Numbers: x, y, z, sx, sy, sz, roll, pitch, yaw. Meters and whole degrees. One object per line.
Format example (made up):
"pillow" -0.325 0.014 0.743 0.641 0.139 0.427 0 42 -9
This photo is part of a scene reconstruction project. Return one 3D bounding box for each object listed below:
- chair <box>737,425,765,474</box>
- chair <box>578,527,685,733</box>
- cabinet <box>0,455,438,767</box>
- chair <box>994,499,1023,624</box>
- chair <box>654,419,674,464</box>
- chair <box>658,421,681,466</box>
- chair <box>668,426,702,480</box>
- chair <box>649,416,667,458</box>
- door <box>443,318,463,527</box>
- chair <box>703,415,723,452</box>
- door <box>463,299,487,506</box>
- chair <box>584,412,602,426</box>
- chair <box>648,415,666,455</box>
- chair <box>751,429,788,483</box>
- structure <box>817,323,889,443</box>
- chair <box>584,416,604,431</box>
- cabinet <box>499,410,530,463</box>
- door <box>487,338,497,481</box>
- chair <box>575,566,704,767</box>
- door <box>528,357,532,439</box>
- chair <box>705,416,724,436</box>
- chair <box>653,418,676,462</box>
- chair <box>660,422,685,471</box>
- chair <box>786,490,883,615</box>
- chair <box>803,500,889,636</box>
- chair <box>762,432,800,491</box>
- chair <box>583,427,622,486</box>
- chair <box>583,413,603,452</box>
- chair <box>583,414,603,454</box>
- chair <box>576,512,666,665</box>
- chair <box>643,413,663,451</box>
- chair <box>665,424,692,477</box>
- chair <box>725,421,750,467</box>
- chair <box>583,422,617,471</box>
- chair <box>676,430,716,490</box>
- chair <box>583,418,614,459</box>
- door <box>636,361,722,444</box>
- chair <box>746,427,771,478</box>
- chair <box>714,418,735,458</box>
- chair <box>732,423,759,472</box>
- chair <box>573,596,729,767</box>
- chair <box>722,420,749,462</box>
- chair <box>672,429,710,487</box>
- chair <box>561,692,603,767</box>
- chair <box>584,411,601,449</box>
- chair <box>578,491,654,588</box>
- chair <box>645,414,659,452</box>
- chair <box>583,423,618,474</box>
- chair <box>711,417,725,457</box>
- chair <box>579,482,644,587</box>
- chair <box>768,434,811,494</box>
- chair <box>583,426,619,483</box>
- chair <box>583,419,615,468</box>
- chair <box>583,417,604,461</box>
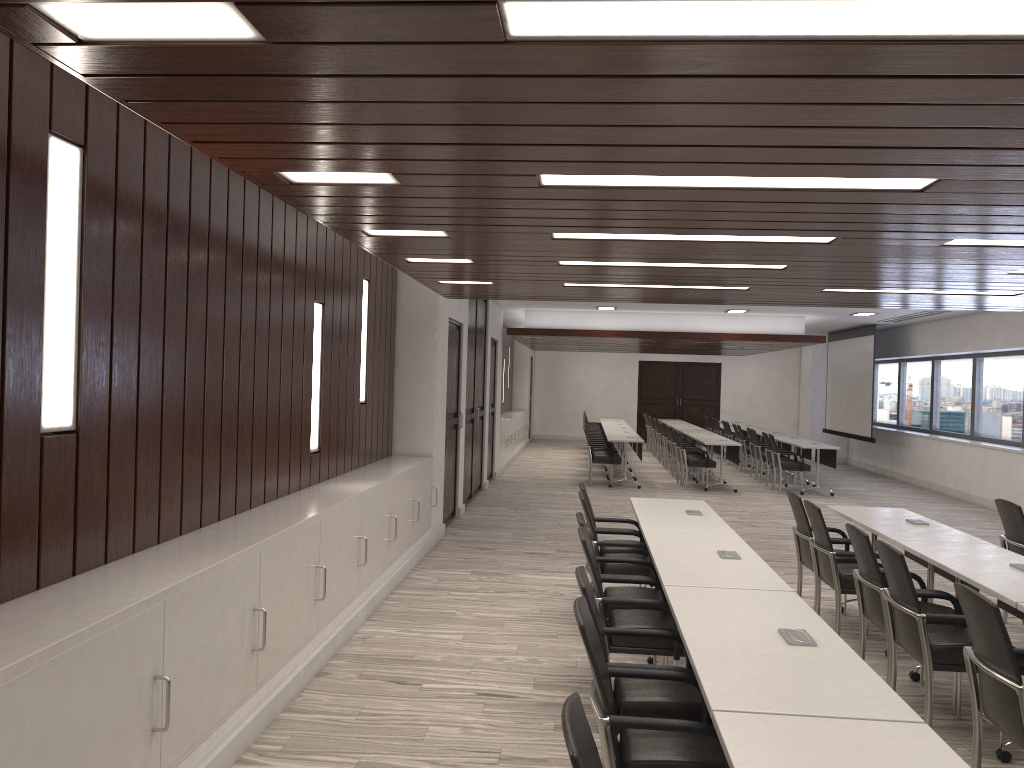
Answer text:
"chair" 4.713 1.274 17.343 0.638 0.939 0.513 2 0 5
"chair" 0.639 1.214 4.491 0.638 0.939 0.513 2 0 5
"cabinet" -1.278 1.075 5.057 0.476 0.698 7.540 2 0 5
"chair" 3.796 1.299 6.284 0.638 0.939 0.513 2 0 5
"chair" 3.349 1.226 18.989 0.638 0.939 0.513 2 0 5
"chair" 3.266 1.228 17.985 0.638 0.939 0.513 2 0 5
"chair" 3.110 1.233 15.953 0.638 0.939 0.513 2 0 4
"chair" 3.480 1.222 20.508 0.638 0.939 0.513 2 0 5
"door" -0.737 0.436 10.108 0.200 2.323 1.163 2 0 5
"chair" 5.141 1.263 22.413 0.638 0.939 0.513 2 0 5
"door" -0.552 0.148 12.236 0.200 2.889 2.327 2 0 5
"chair" 2.097 1.173 22.141 0.638 0.939 0.513 2 0 4
"chair" 3.531 1.221 21.025 0.638 0.939 0.513 2 0 5
"chair" 4.586 1.277 15.835 0.638 0.939 0.513 2 0 5
"structure" 6.884 -0.074 18.156 0.438 2.329 3.550 2 0 5
"chair" 1.893 1.179 19.630 0.638 0.939 0.513 2 0 4
"cabinet" -0.085 1.042 19.441 0.476 0.698 7.540 2 0 5
"door" -0.384 0.426 14.364 0.200 2.323 1.163 2 0 5
"chair" 0.555 1.216 3.500 0.638 0.939 0.513 2 0 4
"door" 0.449 0.403 24.411 0.200 2.323 1.163 2 0 5
"chair" 5.090 1.264 21.894 0.638 0.939 0.513 2 0 6
"chair" 3.402 1.225 19.511 0.638 0.939 0.513 2 0 5
"chair" 3.227 1.229 17.470 0.638 0.939 0.513 2 0 5
"chair" 2.314 1.255 6.411 0.638 0.939 0.513 2 0 4
"chair" 2.268 1.256 5.886 0.638 0.939 0.513 2 0 4
"chair" 4.505 1.280 14.837 0.638 0.939 0.513 2 0 4
"chair" 1.474 1.191 14.559 0.638 0.939 0.513 2 0 6
"chair" 2.007 1.175 21.150 0.638 0.939 0.513 2 0 5
"chair" 1.964 1.177 20.626 0.638 0.939 0.513 2 0 4
"chair" 0.667 1.212 5.011 0.638 0.939 0.513 2 0 4
"chair" 3.643 1.217 22.539 0.638 0.939 0.513 2 0 4
"chair" 3.154 1.232 16.471 0.638 0.939 0.513 2 0 4
"chair" 4.849 1.271 18.856 0.638 0.939 0.513 2 0 5
"chair" 1.638 1.186 16.611 0.638 0.939 0.513 2 0 5
"chair" 2.981 1.236 14.435 0.638 0.939 0.513 2 0 5
"chair" 1.759 1.182 18.103 0.638 0.939 0.513 2 0 5
"door" 4.739 0.527 25.217 2.329 2.323 0.200 2 0 5
"chair" 4.647 1.277 16.355 0.638 0.939 0.513 2 0 4
"chair" 4.965 1.267 20.377 0.638 0.939 0.513 2 0 4
"chair" 4.758 1.273 17.866 0.638 0.939 0.513 2 0 5
"chair" 0.511 1.217 2.971 0.638 0.939 0.513 2 0 5
"chair" 4.899 1.270 19.380 0.638 0.939 0.513 2 0 4
"chair" 3.013 1.235 14.967 0.638 0.939 0.513 2 0 4
"chair" 0.416 1.219 1.989 0.638 0.939 0.513 2 0 5
"chair" 2.137 1.172 22.663 0.638 0.939 0.513 2 0 5
"chair" 0.755 1.210 6.009 0.638 0.939 0.513 2 0 4
"chair" 3.617 1.219 22.021 0.638 0.939 0.513 2 0 5
"chair" 1.593 1.187 16.079 0.638 0.939 0.513 2 0 4
"chair" 5.011 1.266 20.908 0.638 0.939 0.513 2 0 5
"chair" 0.798 1.209 6.537 0.638 0.939 0.513 2 0 4
"chair" 4.461 1.281 14.316 0.638 0.939 0.513 2 0 6
"chair" 1.509 1.189 15.080 0.638 0.939 0.513 2 0 4
"chair" 1.710 1.183 17.587 0.638 0.939 0.513 2 0 5
"chair" 1.833 1.180 19.109 0.638 0.939 0.513 2 0 5
